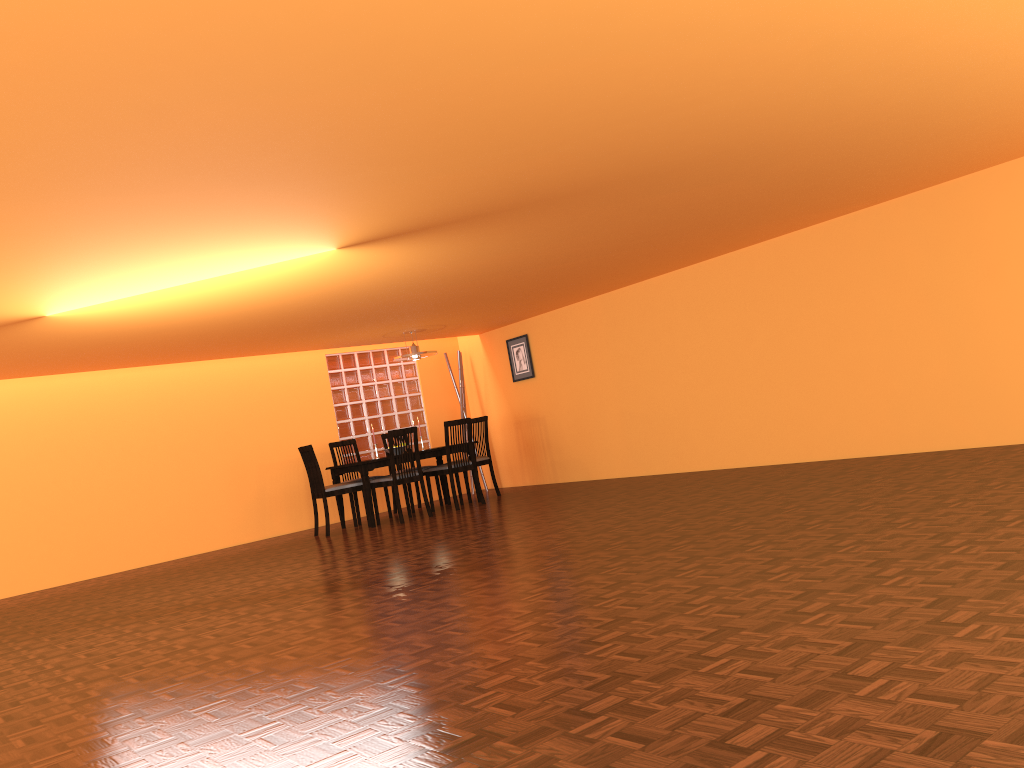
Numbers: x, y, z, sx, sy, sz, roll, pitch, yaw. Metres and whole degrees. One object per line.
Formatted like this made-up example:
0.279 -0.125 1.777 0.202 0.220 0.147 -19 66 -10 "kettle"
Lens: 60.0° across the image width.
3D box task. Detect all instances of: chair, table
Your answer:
-0.423 0.751 8.739 0.465 0.809 0.373 -8 -4 -43 "chair"
-1.000 0.811 7.819 0.373 0.809 0.465 -8 -3 -38 "chair"
-0.549 0.747 8.172 0.373 0.809 0.465 -8 -3 -38 "chair"
-1.457 0.919 8.425 0.373 0.809 0.465 -8 -3 -38 "chair"
-1.573 0.913 7.850 0.465 0.809 0.373 -8 -3 -33 "chair"
-0.970 0.941 8.266 1.259 0.584 0.697 -8 -3 -38 "table"
-1.005 0.856 8.778 0.373 0.809 0.465 -8 -3 -38 "chair"

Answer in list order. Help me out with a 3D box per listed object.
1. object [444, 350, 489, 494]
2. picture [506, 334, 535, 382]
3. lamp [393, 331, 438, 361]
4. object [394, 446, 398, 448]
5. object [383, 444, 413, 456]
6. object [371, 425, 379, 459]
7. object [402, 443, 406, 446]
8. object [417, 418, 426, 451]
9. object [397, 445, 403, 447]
-0.501 0.419 9.749 0.226 1.589 0.308 -9 -3 -16 "object"
0.085 -0.266 9.286 0.014 0.456 0.361 -8 -3 -38 "picture"
-0.945 -0.367 8.520 0.435 0.274 0.435 -9 -3 -16 "lamp"
-1.065 0.597 8.190 0.055 0.046 0.046 -11 -3 15 "object"
-1.067 0.624 8.266 0.337 0.072 0.337 -11 -3 18 "object"
-1.245 0.517 8.047 0.044 0.326 0.044 -12 -3 41 "object"
-1.018 0.582 8.314 0.069 0.066 0.069 -9 -3 -28 "object"
-0.871 0.469 8.445 0.044 0.326 0.044 -12 -3 41 "object"
-1.021 0.592 8.234 0.055 0.070 0.066 -12 -3 34 "object"
